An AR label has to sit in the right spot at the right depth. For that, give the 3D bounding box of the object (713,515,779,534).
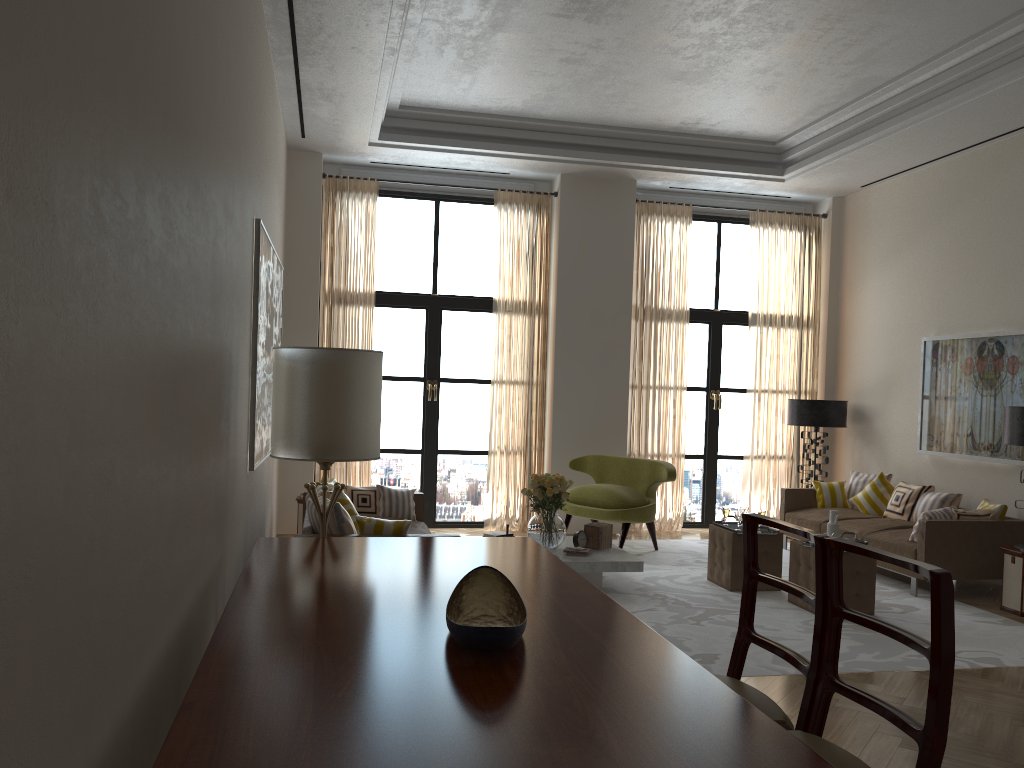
[{"bbox_3d":[2.497,1.507,9.486,0.491,0.092,0.802,2,0,-12],"label":"object"}]

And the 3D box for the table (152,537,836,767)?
[{"bbox_3d":[-0.384,1.527,4.022,1.800,1.027,3.798,2,0,-12],"label":"table"}]

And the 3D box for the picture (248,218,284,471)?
[{"bbox_3d":[-2.334,-0.307,8.522,0.045,1.999,3.060,2,0,-11],"label":"picture"}]

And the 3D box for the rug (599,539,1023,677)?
[{"bbox_3d":[1.703,2.101,9.328,5.518,0.065,5.728,2,0,-12],"label":"rug"}]

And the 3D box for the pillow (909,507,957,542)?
[{"bbox_3d":[4.487,1.514,9.468,0.498,0.428,0.326,2,1,-24],"label":"pillow"}]

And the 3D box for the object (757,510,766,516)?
[{"bbox_3d":[2.676,1.454,9.517,0.098,0.192,0.098,2,1,14],"label":"object"}]

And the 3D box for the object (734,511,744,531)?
[{"bbox_3d":[2.382,1.443,9.328,0.098,0.192,0.098,2,1,14],"label":"object"}]

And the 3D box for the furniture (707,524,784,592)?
[{"bbox_3d":[2.490,1.854,9.498,0.614,0.616,0.613,2,0,-12],"label":"furniture"}]

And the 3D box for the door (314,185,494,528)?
[{"bbox_3d":[-1.103,-0.312,12.620,3.258,4.770,0.239,2,1,-12],"label":"door"}]

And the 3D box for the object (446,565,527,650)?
[{"bbox_3d":[-0.106,0.935,3.648,0.331,0.164,1.083,2,0,-1],"label":"object"}]

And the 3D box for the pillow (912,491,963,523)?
[{"bbox_3d":[4.992,1.545,10.515,0.371,0.566,0.659,2,0,-16],"label":"pillow"}]

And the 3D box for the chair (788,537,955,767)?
[{"bbox_3d":[0.901,1.315,2.981,0.878,1.506,0.655,2,1,-12],"label":"chair"}]

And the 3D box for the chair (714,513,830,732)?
[{"bbox_3d":[0.758,1.315,3.612,0.878,1.506,0.655,2,1,-12],"label":"chair"}]

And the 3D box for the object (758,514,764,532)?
[{"bbox_3d":[2.569,1.448,9.208,0.098,0.192,0.098,2,1,-12],"label":"object"}]

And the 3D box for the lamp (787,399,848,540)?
[{"bbox_3d":[4.382,1.238,12.828,0.830,2.019,0.829,2,1,-7],"label":"lamp"}]

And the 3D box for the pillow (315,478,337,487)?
[{"bbox_3d":[-1.932,1.272,9.537,0.296,0.476,0.515,2,0,10],"label":"pillow"}]

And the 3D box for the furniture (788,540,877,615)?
[{"bbox_3d":[3.087,1.867,8.571,0.614,0.616,0.613,2,0,-12],"label":"furniture"}]

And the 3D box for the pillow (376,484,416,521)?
[{"bbox_3d":[-1.259,1.325,9.732,0.498,0.428,0.326,2,1,-24],"label":"pillow"}]

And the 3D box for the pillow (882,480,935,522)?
[{"bbox_3d":[4.858,1.479,10.874,0.403,0.547,0.617,2,0,-9],"label":"pillow"}]

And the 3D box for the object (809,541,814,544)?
[{"bbox_3d":[2.935,1.498,8.489,0.176,0.067,0.176,2,0,-36],"label":"object"}]

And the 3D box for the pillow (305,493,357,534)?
[{"bbox_3d":[-1.481,1.220,7.367,0.355,0.576,0.623,1,1,-33],"label":"pillow"}]

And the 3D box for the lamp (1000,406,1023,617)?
[{"bbox_3d":[5.238,1.237,8.687,0.830,2.019,0.829,2,1,-11],"label":"lamp"}]

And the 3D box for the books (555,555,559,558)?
[{"bbox_3d":[0.252,1.725,9.000,0.281,0.038,0.383,2,0,-39],"label":"books"}]

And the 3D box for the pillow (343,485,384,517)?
[{"bbox_3d":[-1.625,1.316,9.692,0.464,0.412,0.303,2,1,-14],"label":"pillow"}]

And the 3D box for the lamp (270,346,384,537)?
[{"bbox_3d":[-1.334,0.884,6.303,0.767,2.256,0.768,3,2,44],"label":"lamp"}]

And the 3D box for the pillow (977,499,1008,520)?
[{"bbox_3d":[5.162,1.510,9.662,0.296,0.476,0.515,2,0,10],"label":"pillow"}]

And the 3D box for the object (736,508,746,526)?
[{"bbox_3d":[2.485,1.448,9.630,0.098,0.192,0.098,2,1,-12],"label":"object"}]

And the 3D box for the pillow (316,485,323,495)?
[{"bbox_3d":[-1.764,1.307,8.685,0.371,0.566,0.659,2,0,-16],"label":"pillow"}]

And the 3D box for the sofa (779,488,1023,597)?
[{"bbox_3d":[4.569,1.838,10.691,1.352,0.820,2.978,2,0,-12],"label":"sofa"}]

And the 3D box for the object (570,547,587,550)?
[{"bbox_3d":[0.684,1.702,9.174,0.139,0.019,0.137,2,0,-28],"label":"object"}]

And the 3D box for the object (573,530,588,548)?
[{"bbox_3d":[0.728,1.657,9.415,0.082,0.209,0.205,3,1,39],"label":"object"}]

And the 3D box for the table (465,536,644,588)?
[{"bbox_3d":[0.390,1.921,9.467,1.584,0.343,1.499,2,0,-12],"label":"table"}]

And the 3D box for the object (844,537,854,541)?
[{"bbox_3d":[3.273,1.523,8.587,0.176,0.067,0.176,2,0,-13],"label":"object"}]

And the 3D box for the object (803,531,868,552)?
[{"bbox_3d":[3.128,1.510,8.567,0.441,0.101,0.721,2,0,42],"label":"object"}]

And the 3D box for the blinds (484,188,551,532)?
[{"bbox_3d":[0.086,-0.285,12.638,0.874,4.877,0.418,2,1,-9],"label":"blinds"}]

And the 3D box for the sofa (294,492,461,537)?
[{"bbox_3d":[-1.362,1.625,8.523,1.352,0.820,2.978,2,0,-12],"label":"sofa"}]

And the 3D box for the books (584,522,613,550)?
[{"bbox_3d":[0.929,1.638,9.564,0.210,0.265,0.282,2,1,38],"label":"books"}]

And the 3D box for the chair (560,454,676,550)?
[{"bbox_3d":[1.234,1.562,11.451,1.029,1.214,1.789,1,0,-44],"label":"chair"}]

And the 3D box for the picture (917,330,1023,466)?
[{"bbox_3d":[5.466,0.148,10.158,0.080,1.481,2.265,2,0,-13],"label":"picture"}]

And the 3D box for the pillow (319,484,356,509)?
[{"bbox_3d":[-1.626,1.245,8.323,0.403,0.547,0.617,2,0,-9],"label":"pillow"}]

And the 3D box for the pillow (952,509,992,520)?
[{"bbox_3d":[4.853,1.530,9.507,0.464,0.412,0.303,2,1,-14],"label":"pillow"}]

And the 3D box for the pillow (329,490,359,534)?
[{"bbox_3d":[-1.485,1.207,7.771,0.766,0.617,0.355,2,1,32],"label":"pillow"}]

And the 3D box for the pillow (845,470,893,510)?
[{"bbox_3d":[4.714,1.458,11.829,0.355,0.576,0.623,1,1,-33],"label":"pillow"}]

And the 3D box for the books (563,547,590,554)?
[{"bbox_3d":[0.672,1.722,9.166,0.255,0.026,0.202,2,0,13],"label":"books"}]

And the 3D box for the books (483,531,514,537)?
[{"bbox_3d":[-0.147,1.627,9.565,0.260,0.030,0.207,2,-1,-45],"label":"books"}]

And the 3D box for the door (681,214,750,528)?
[{"bbox_3d":[3.100,-0.166,13.498,3.086,4.770,0.239,2,1,-12],"label":"door"}]

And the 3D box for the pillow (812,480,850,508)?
[{"bbox_3d":[4.294,1.506,11.896,0.482,0.433,0.318,2,1,-2],"label":"pillow"}]

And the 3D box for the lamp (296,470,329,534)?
[{"bbox_3d":[-2.284,0.884,10.866,0.767,2.256,0.768,3,1,41],"label":"lamp"}]

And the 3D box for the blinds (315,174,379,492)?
[{"bbox_3d":[-2.256,-0.360,12.149,0.780,4.889,0.419,2,1,-10],"label":"blinds"}]

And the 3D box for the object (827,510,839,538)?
[{"bbox_3d":[3.169,1.402,8.748,0.113,0.305,0.125,2,1,25],"label":"object"}]

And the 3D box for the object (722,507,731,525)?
[{"bbox_3d":[2.335,1.444,9.672,0.098,0.192,0.098,1,1,-29],"label":"object"}]

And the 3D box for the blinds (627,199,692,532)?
[{"bbox_3d":[2.139,-0.213,13.068,0.960,4.877,0.419,2,1,-10],"label":"blinds"}]

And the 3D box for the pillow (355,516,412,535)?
[{"bbox_3d":[-1.065,1.295,7.303,0.482,0.433,0.318,2,1,-2],"label":"pillow"}]

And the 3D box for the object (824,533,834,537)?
[{"bbox_3d":[3.052,1.497,8.635,0.176,0.105,0.136,2,0,-16],"label":"object"}]

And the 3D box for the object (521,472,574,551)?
[{"bbox_3d":[0.401,1.352,9.392,0.540,0.822,0.626,2,1,-16],"label":"object"}]

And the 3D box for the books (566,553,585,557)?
[{"bbox_3d":[0.661,1.745,9.163,0.197,0.025,0.256,2,0,6],"label":"books"}]

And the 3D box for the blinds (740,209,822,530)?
[{"bbox_3d":[4.073,-0.146,13.471,1.242,4.877,0.418,2,1,-10],"label":"blinds"}]

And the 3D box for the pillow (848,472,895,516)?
[{"bbox_3d":[4.719,1.439,11.424,0.766,0.617,0.355,2,1,32],"label":"pillow"}]

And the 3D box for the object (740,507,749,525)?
[{"bbox_3d":[2.553,1.452,9.755,0.098,0.192,0.098,3,1,35],"label":"object"}]
